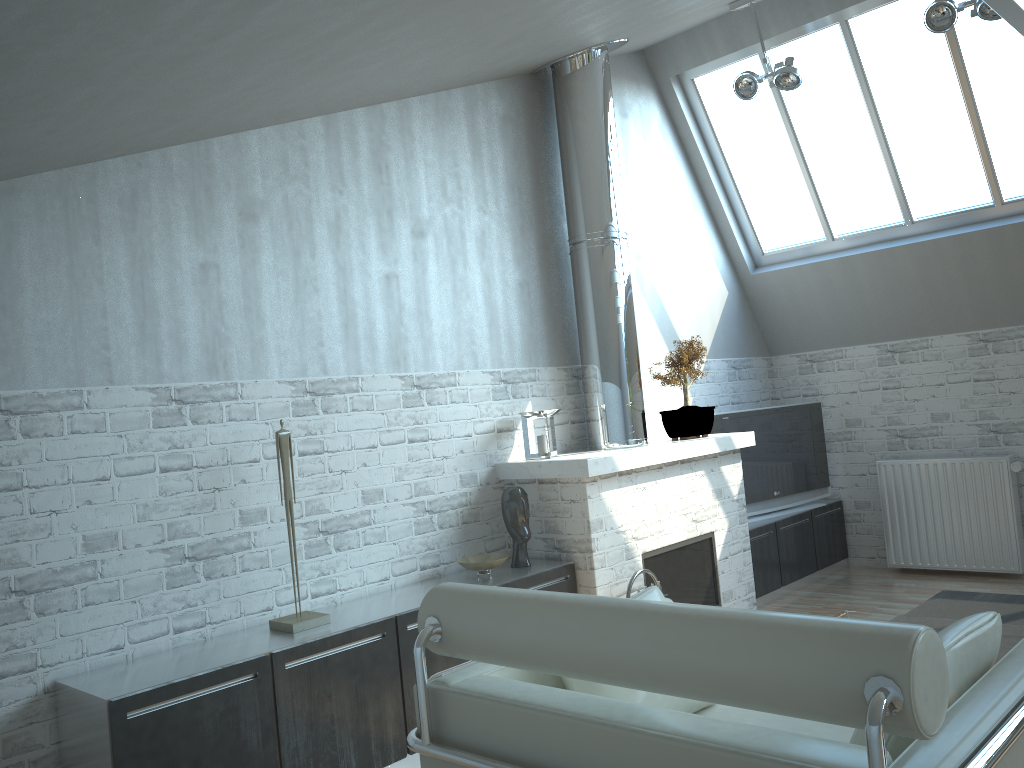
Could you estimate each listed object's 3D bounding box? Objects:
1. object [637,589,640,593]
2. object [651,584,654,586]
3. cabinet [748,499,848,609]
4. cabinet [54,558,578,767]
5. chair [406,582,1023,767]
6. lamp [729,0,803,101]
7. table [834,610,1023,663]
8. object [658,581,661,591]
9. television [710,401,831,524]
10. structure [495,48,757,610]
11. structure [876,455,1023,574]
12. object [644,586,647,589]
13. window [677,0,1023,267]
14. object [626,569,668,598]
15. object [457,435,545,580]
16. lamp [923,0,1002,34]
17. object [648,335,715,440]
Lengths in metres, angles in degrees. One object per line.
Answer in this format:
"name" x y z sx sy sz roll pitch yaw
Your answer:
"object" 1.318 2.449 8.591 0.146 0.916 0.131 -7 -3 44
"object" 1.436 2.414 8.808 0.025 0.855 0.025 -5 -2 -24
"cabinet" 3.618 2.364 12.558 0.908 1.016 3.234 -7 -3 43
"cabinet" -1.209 2.542 7.464 0.914 1.270 4.572 -7 -3 43
"chair" 1.118 1.838 4.147 2.507 2.001 2.201 -7 -3 43
"lamp" 2.914 -4.013 10.450 0.619 1.172 0.808 -4 -3 -42
"table" 3.106 2.267 6.454 1.726 0.867 1.015 -7 -3 43
"object" 1.515 2.417 8.890 0.155 0.873 0.026 -7 -3 45
"television" 3.603 1.095 12.620 2.577 1.514 0.592 -4 -2 -36
"structure" 1.262 -0.576 10.254 1.309 7.180 3.302 -7 -3 43
"structure" 6.078 1.774 12.170 1.892 1.524 0.508 -7 -3 43
"object" 1.414 2.451 8.697 0.145 0.932 0.065 -6 -2 25
"window" 4.753 -3.358 11.487 4.651 2.787 1.897 -7 -3 43
"object" 1.342 2.408 8.833 0.412 1.124 0.584 -7 -3 43
"object" 1.680 1.607 7.331 4.859 2.558 1.528 -7 -3 43
"lamp" 4.506 -4.218 8.930 0.619 1.172 0.808 -4 -3 -42
"object" 2.023 0.037 10.731 1.115 1.265 0.572 -4 -3 -43
